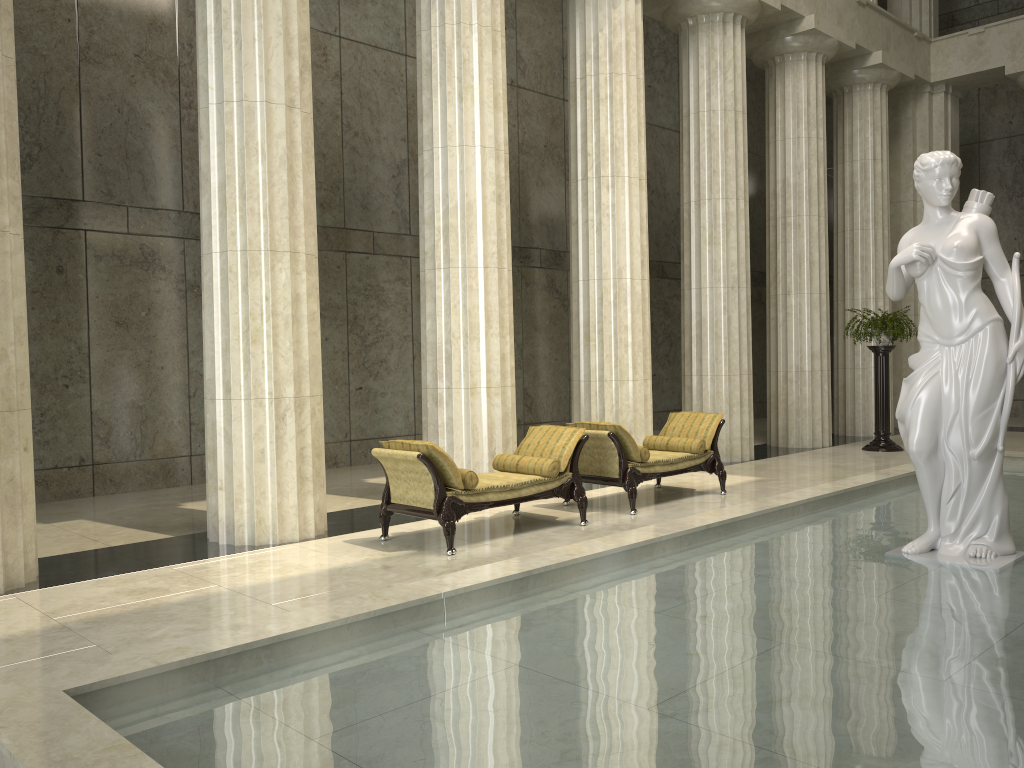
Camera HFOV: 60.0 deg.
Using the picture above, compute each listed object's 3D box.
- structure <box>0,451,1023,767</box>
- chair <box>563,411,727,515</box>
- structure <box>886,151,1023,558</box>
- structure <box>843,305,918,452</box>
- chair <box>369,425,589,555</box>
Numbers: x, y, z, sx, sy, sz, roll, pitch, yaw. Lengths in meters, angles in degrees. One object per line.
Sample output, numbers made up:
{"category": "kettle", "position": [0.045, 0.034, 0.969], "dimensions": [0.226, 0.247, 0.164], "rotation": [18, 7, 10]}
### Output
{"category": "structure", "position": [3.190, 1.316, 6.296], "dimensions": [11.573, 0.508, 3.754], "rotation": [-3, 2, -44]}
{"category": "chair", "position": [1.525, 0.840, 10.061], "dimensions": [2.172, 0.950, 0.993], "rotation": [-3, 2, -44]}
{"category": "structure", "position": [3.123, -0.136, 6.256], "dimensions": [0.940, 3.044, 0.729], "rotation": [0, 2, 40]}
{"category": "structure", "position": [6.117, -0.101, 14.653], "dimensions": [1.159, 2.386, 1.053], "rotation": [0, 2, 41]}
{"category": "chair", "position": [-0.241, 0.924, 8.339], "dimensions": [2.172, 0.950, 0.993], "rotation": [-3, 2, -44]}
